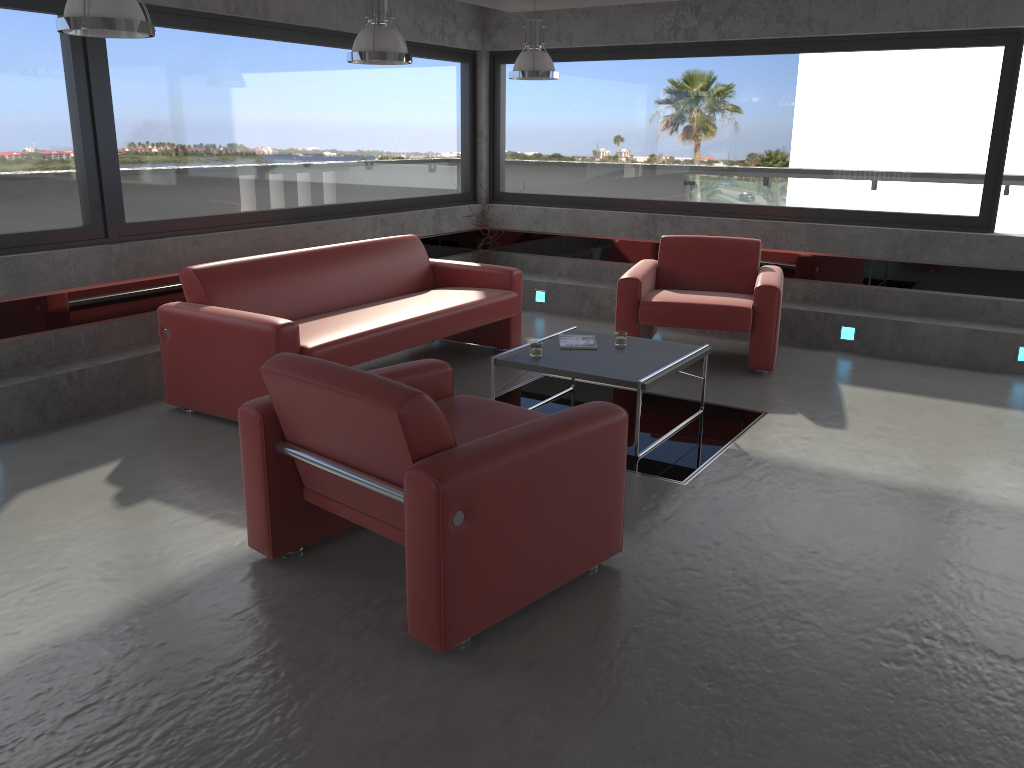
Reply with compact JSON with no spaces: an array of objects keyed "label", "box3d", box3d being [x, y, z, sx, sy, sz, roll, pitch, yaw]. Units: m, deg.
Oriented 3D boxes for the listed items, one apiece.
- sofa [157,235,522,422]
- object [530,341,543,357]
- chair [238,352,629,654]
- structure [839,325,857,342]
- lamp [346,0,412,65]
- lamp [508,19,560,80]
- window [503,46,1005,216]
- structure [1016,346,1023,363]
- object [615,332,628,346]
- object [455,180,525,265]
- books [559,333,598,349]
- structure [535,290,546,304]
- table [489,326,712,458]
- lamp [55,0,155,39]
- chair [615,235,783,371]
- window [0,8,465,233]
[{"label":"sofa","box3d":[-1.005,-0.495,6.188,1.120,0.854,2.626,10,19,31]},{"label":"object","box3d":[0.142,-0.205,5.222,0.079,0.077,0.079,5,16,14]},{"label":"chair","box3d":[-0.286,0.261,3.558,1.196,0.854,1.130,14,21,40]},{"label":"structure","box3d":[2.711,-0.409,7.162,0.123,0.123,0.004,10,19,31]},{"label":"lamp","box3d":[-0.787,-2.120,5.233,0.389,0.422,0.388,10,19,31]},{"label":"lamp","box3d":[0.168,-2.529,6.703,0.388,0.422,0.389,7,17,20]},{"label":"window","box3d":[1.781,-2.281,7.954,4.583,1.364,0.003,10,19,31]},{"label":"structure","box3d":[3.783,-0.215,6.519,0.123,0.123,0.004,10,19,31]},{"label":"object","box3d":[0.676,-0.279,5.503,0.079,0.077,0.079,14,20,38]},{"label":"object","box3d":[-0.243,-1.206,8.049,0.531,1.289,0.466,16,22,42]},{"label":"books","box3d":[0.413,-0.269,5.559,0.228,0.022,0.326,1,16,2]},{"label":"structure","box3d":[0.275,-0.850,8.624,0.123,0.123,0.004,10,19,31]},{"label":"table","box3d":[0.547,0.009,5.378,0.994,0.436,1.018,10,19,31]},{"label":"lamp","box3d":[-1.743,-1.711,3.763,0.389,0.422,0.388,10,19,31]},{"label":"chair","box3d":[1.475,-0.672,6.897,1.196,0.854,1.130,5,17,16]},{"label":"window","box3d":[-2.533,-1.714,5.813,0.003,1.364,7.800,10,19,31]}]
